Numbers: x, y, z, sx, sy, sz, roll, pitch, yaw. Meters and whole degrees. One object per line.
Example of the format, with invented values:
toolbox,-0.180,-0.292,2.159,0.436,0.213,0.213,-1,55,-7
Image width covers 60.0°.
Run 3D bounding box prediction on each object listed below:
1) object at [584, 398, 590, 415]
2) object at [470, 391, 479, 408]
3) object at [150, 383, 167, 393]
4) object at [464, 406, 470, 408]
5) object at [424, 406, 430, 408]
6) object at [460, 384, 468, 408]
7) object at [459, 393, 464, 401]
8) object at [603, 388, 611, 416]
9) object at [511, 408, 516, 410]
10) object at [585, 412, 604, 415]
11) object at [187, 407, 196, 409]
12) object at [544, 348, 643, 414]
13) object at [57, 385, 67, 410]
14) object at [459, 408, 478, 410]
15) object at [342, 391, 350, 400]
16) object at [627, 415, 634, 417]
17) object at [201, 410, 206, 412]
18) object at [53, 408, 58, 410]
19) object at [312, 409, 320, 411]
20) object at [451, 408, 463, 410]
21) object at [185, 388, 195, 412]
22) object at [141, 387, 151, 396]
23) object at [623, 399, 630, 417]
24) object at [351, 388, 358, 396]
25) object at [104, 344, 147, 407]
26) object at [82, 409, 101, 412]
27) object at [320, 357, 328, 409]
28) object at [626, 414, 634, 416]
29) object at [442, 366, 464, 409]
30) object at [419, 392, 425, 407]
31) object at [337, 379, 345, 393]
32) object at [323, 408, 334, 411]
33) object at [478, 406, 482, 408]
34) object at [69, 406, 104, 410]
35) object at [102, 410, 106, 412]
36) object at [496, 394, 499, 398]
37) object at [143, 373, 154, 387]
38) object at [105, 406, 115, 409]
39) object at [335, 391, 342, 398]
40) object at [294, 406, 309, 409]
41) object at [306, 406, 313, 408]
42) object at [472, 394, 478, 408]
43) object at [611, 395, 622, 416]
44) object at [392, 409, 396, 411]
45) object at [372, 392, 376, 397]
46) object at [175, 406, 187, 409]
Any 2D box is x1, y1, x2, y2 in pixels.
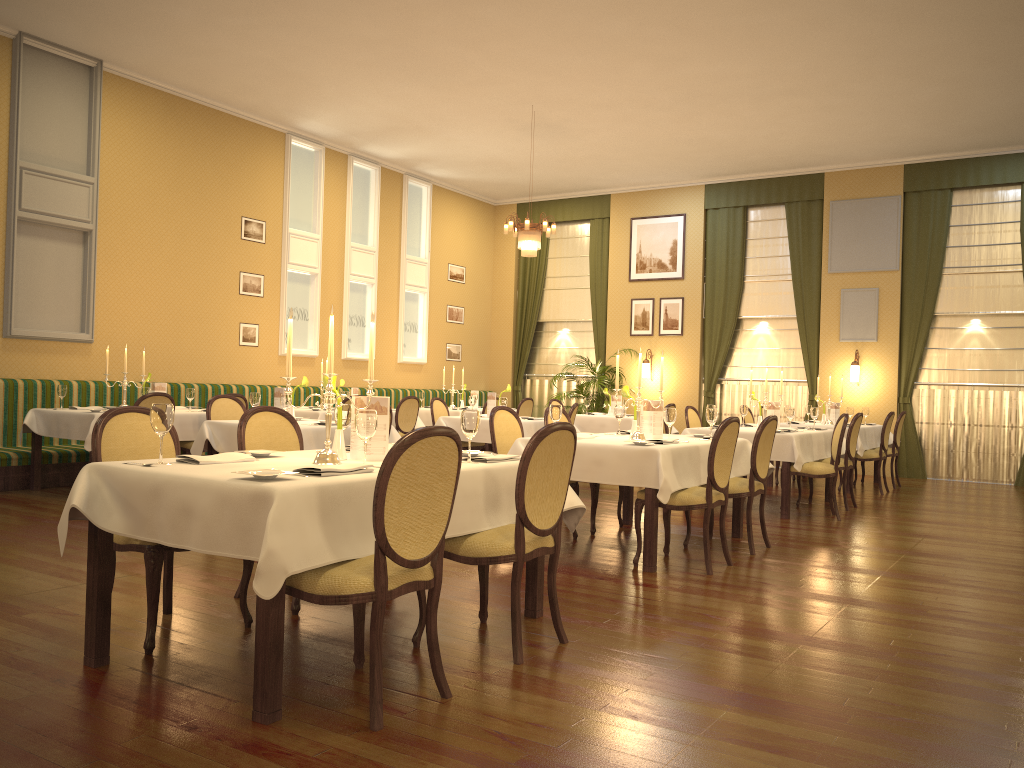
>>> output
object,1.011,0.303,11.954,0.088,0.229,0.088,2,0,-10
object,-0.588,0.238,13.304,0.081,0.277,0.166,2,0,-41
object,-3.489,0.125,8.703,0.166,0.277,0.081,2,0,4
object,-0.664,0.361,13.834,0.142,0.033,0.273,2,0,32
object,-1.152,0.342,12.995,0.142,0.033,0.273,2,0,32
object,-0.726,0.183,13.306,0.076,0.375,0.163,2,0,19
object,-0.780,0.256,13.667,0.088,0.229,0.088,2,0,-10
object,1.305,0.239,11.992,0.076,0.375,0.163,2,0,-36
object,-0.076,0.381,13.476,0.142,0.024,0.273,2,0,32
object,1.128,0.408,12.121,0.142,0.033,0.273,2,0,32
object,-3.438,0.256,9.515,0.160,0.024,0.160,2,0,32
object,1.334,0.301,14.339,1.496,1.807,1.552,2,0,13
object,-4.202,0.123,8.279,0.088,0.229,0.088,2,0,-10
object,-0.627,0.356,12.702,0.142,0.033,0.273,2,0,32
object,-1.987,0.203,10.595,0.088,0.229,0.088,2,0,-10
object,1.655,0.427,11.816,0.142,0.024,0.273,2,0,32
object,-2.968,0.269,8.913,0.142,0.024,0.273,2,0,32
object,-4.257,0.229,8.207,0.181,0.015,0.038,2,0,34
object,-2.248,0.296,10.155,0.160,0.024,0.160,2,0,32
object,-0.803,0.352,12.435,0.160,0.024,0.160,2,0,32
object,-3.163,0.158,8.721,0.088,0.229,0.088,2,0,-10
object,-3.434,0.147,8.312,0.088,0.229,0.088,2,0,-10
object,1.478,0.315,11.504,0.088,0.229,0.088,2,0,-10
object,-1.968,0.184,11.104,0.081,0.277,0.166,2,0,-6
object,-3.737,-0.070,8.565,0.390,0.655,0.131,2,0,-38
object,-3.696,0.240,7.872,0.160,0.024,0.160,2,0,32
object,-2.259,-0.013,10.790,0.131,0.655,0.390,2,0,-43
object,1.584,0.425,12.133,0.160,0.024,0.160,2,0,32
object,-0.863,0.041,13.006,0.390,0.655,0.131,2,0,38
object,-1.309,0.235,12.841,0.088,0.229,0.088,2,0,-10
object,-2.134,0.128,10.962,0.076,0.375,0.163,2,0,-36
object,-2.072,0.300,10.423,0.142,0.033,0.273,2,0,32
object,-0.545,0.368,14.077,0.160,0.024,0.160,2,0,32
object,-4.044,0.230,8.432,0.142,0.033,0.273,2,0,32
object,-3.654,0.246,8.030,0.181,0.015,0.038,2,0,34
object,-0.231,0.271,13.236,0.088,0.229,0.088,2,0,-10
object,-3.645,0.070,8.826,0.076,0.375,0.163,2,0,14
object,-3.955,0.236,8.733,0.160,0.024,0.160,2,0,32
object,-2.225,0.200,11.388,0.088,0.229,0.088,2,0,-16
object,-2.597,0.286,10.716,0.142,0.033,0.273,2,0,32
object,-2.508,0.293,11.016,0.160,0.024,0.160,2,0,32
object,-0.542,0.259,12.875,0.088,0.229,0.088,2,0,-10
object,1.365,0.291,11.780,0.166,0.277,0.081,2,0,39
object,-1.521,0.325,11.196,0.142,0.024,0.273,2,0,32
object,-1.740,0.213,11.003,0.088,0.229,0.088,2,0,-10
object,-3.556,0.249,9.271,0.142,0.033,0.273,2,0,32
